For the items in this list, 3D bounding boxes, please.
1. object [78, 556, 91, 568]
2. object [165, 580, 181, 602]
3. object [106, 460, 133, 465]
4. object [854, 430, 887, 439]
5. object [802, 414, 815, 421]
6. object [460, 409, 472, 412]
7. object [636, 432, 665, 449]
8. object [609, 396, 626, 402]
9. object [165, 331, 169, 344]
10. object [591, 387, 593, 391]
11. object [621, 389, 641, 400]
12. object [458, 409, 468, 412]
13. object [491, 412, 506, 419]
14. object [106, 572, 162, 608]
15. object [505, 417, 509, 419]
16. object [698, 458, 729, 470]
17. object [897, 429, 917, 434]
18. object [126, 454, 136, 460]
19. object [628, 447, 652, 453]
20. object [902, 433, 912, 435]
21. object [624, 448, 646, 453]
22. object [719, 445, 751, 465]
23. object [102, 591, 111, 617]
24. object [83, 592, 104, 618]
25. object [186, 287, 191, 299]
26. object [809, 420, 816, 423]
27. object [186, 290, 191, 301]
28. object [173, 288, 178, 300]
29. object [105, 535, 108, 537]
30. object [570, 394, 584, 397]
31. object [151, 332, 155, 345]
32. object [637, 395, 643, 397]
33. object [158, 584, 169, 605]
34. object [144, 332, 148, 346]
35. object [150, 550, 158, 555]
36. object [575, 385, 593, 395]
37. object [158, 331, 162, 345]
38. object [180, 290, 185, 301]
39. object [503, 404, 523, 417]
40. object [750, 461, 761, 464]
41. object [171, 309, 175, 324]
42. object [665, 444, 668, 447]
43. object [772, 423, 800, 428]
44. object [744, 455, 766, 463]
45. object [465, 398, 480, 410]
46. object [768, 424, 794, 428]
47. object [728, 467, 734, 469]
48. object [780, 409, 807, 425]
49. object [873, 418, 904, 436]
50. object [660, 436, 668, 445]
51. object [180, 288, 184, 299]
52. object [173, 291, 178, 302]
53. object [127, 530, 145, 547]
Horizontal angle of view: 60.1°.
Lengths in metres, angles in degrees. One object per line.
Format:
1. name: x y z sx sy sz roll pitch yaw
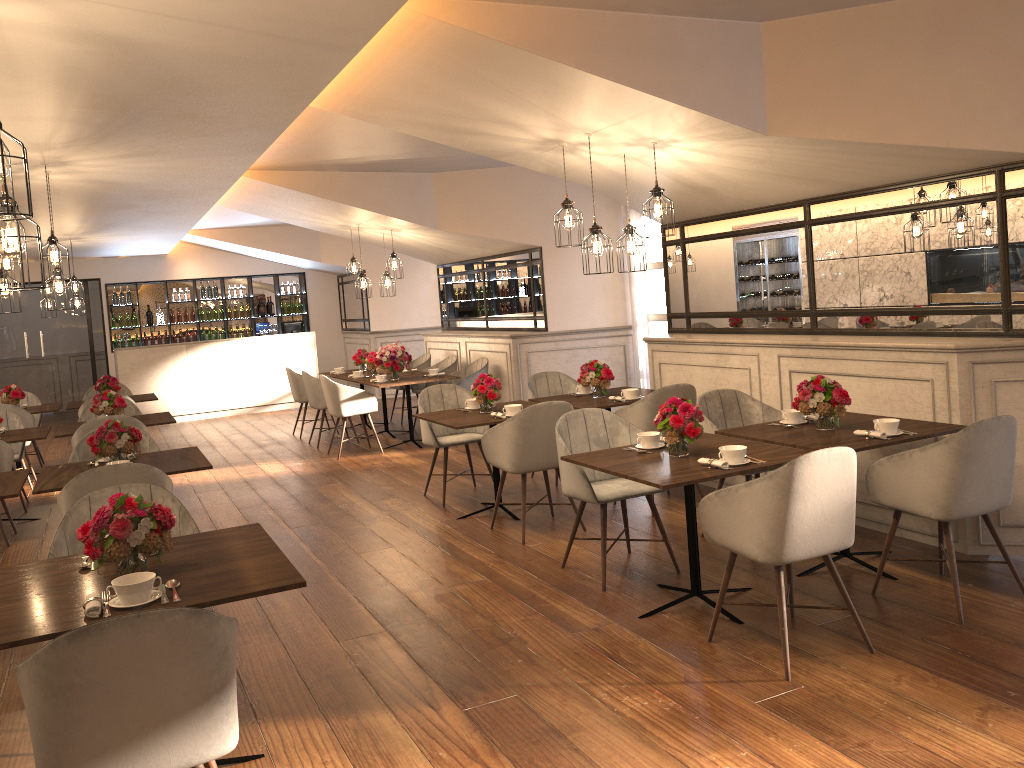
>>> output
1. object: -1.505 0.625 3.111 0.043 0.015 0.197 -7 6 -28
2. object: -1.028 0.630 2.705 0.043 0.015 0.197 -7 6 -28
3. object: -2.171 0.468 4.885 0.148 0.072 0.149 0 7 43
4. object: 1.741 0.244 4.305 0.056 0.039 0.176 -7 6 -25
5. object: 1.657 0.187 4.938 0.056 0.039 0.176 -7 6 -25
6. object: -0.337 0.195 6.541 0.022 0.004 0.211 -7 6 -24
7. object: 0.700 0.288 4.492 0.148 0.072 0.149 -1 6 33
8. object: 0.761 0.106 6.409 0.056 0.039 0.176 -7 6 -25
9. object: -5.883 -0.784 15.087 0.065 0.261 0.066 -2 4 44
10. object: 0.677 0.049 7.042 0.056 0.039 0.176 -7 6 -25
11. object: 0.862 0.077 6.457 0.148 0.072 0.149 -1 6 33
12. object: -0.366 0.192 6.535 0.043 0.015 0.197 -6 6 -21
13. object: -0.093 0.212 6.012 0.056 0.039 0.176 -7 6 -25
14. object: -1.124 0.615 2.638 0.148 0.072 0.149 0 7 43
15. object: -0.065 0.214 6.036 0.025 0.024 0.193 -6 6 -25
16. object: 0.888 0.350 3.908 0.056 0.039 0.176 -7 6 -25
17. object: 1.939 0.230 4.419 0.043 0.015 0.197 -7 6 -28
18. object: -2.357 0.440 5.471 0.056 0.039 0.176 -7 6 -25
19. object: 0.643 0.333 4.437 0.022 0.004 0.211 -7 6 -24
20. object: 1.905 0.239 4.411 0.022 0.004 0.211 -7 6 -24
21. object: 0.615 0.330 4.431 0.043 0.015 0.197 -6 6 -21
22. object: 0.989 0.320 3.955 0.148 0.072 0.149 -1 6 33
23. object: -1.198 0.647 2.614 0.025 0.024 0.193 -6 6 -25
24. object: -1.226 0.645 2.591 0.056 0.039 0.176 -7 6 -25
25. object: -5.561 -1.556 15.197 0.069 0.208 0.040 -6 3 -25
26. object: 1.631 0.198 4.915 0.025 0.024 0.193 -6 6 -25
27. object: -5.558 -1.520 15.199 0.070 0.189 0.041 -6 3 -25
28. object: -5.743 -1.534 15.113 0.069 0.208 0.040 -6 3 -25
29. object: -1.414 0.583 3.175 0.148 0.072 0.149 0 7 43
30. object: 0.516 0.089 6.938 0.022 0.004 0.211 -7 6 -24
31. object: -6.083 -0.760 14.994 0.065 0.261 0.066 -2 4 44
32. object: 0.959 0.092 6.523 0.043 0.015 0.197 -7 6 -28
33. object: -1.062 0.639 2.696 0.022 0.004 0.211 -7 6 -24
34. object: -6.183 -0.747 14.947 0.065 0.261 0.066 -2 4 44
35. object: -1.310 0.587 3.224 0.056 0.039 0.176 -7 6 -25
36. object: 0.573 0.045 6.993 0.148 0.072 0.149 -1 6 33
37. object: -5.983 -0.772 15.040 0.065 0.261 0.066 -2 4 44
38. object: -5.649 -1.509 15.157 0.070 0.189 0.041 -6 3 -25
39. object: 0.009 0.182 6.059 0.148 0.072 0.149 -1 6 33
40. object: 1.051 0.344 4.013 0.022 0.004 0.211 -7 6 -24
41. object: -5.797 -1.159 15.124 0.065 0.261 0.066 -2 4 44
42. object: 0.777 0.303 4.518 0.025 0.024 0.193 -6 6 -25
43. object: 1.497 0.227 4.834 0.022 0.004 0.211 -7 6 -24
44. object: 1.085 0.335 4.022 0.043 0.015 0.197 -7 6 -28
45. object: -0.281 0.150 6.596 0.148 0.072 0.149 -1 6 33
46. object: 1.468 0.224 4.829 0.043 0.015 0.197 -6 6 -21
47. object: 0.915 0.352 3.932 0.025 0.024 0.193 -6 6 -25
48. object: 1.553 0.183 4.889 0.148 0.072 0.149 -1 6 33
49. object: 1.843 0.215 4.353 0.148 0.072 0.149 -1 6 33
50. object: 0.804 0.292 4.541 0.056 0.039 0.176 -7 6 -25
51. object: -5.652 -1.545 15.155 0.069 0.208 0.040 -6 3 -25
52. object: -5.740 -1.498 15.114 0.070 0.189 0.041 -6 3 -25
53. object: -1.211 0.488 2.812 0.077 0.052 0.050 -2 5 31
